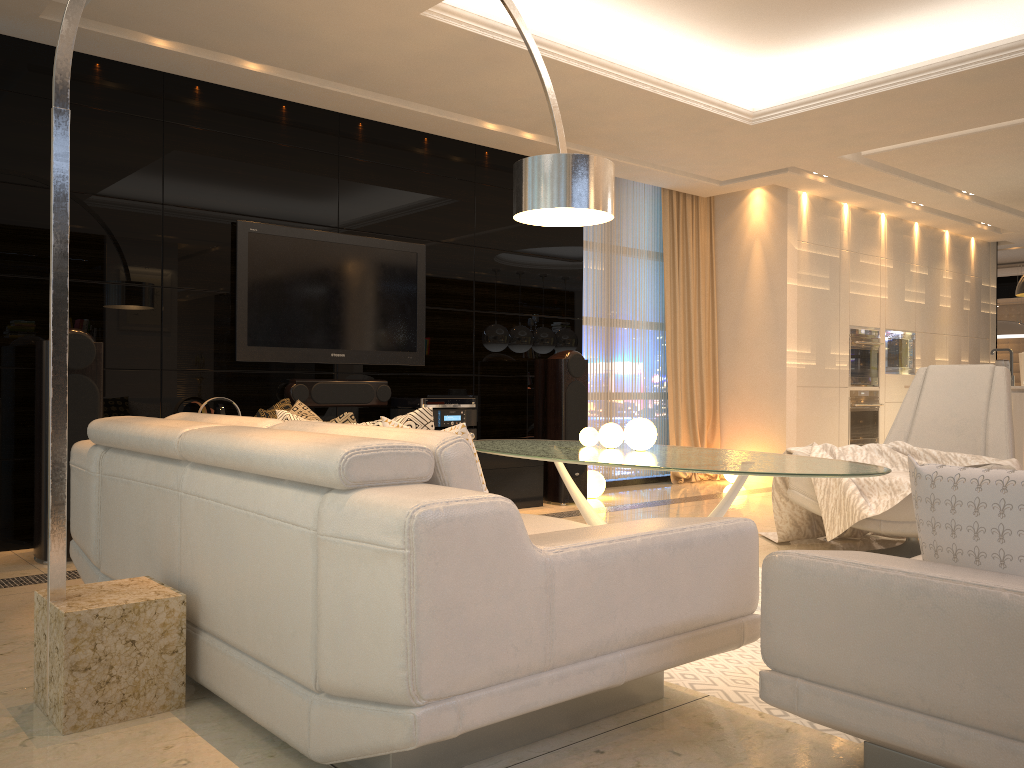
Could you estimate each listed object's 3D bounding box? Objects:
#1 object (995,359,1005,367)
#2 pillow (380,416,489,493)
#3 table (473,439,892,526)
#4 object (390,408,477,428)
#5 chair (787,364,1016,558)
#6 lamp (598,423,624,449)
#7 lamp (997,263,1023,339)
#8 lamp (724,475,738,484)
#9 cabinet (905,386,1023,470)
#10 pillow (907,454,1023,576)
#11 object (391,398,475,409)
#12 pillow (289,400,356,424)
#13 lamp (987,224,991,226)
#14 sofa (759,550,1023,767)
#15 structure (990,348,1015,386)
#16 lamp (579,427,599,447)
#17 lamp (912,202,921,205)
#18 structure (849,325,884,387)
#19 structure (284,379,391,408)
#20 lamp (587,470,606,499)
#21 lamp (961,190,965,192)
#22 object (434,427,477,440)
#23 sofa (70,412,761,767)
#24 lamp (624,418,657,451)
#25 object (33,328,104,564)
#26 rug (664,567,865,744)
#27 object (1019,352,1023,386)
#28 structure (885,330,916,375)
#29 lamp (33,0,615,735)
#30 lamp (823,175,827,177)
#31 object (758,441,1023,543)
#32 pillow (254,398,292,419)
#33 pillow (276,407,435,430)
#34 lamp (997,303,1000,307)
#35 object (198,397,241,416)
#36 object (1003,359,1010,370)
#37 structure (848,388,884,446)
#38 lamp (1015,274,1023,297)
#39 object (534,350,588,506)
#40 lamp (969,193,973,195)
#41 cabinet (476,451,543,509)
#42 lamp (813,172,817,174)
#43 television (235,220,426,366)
[{"bbox_3d":[3.880,-0.092,7.057,0.071,0.219,0.071,0,0,41],"label":"object"},{"bbox_3d":[-0.202,0.284,2.407,0.222,0.380,0.463,1,0,-36],"label":"pillow"},{"bbox_3d":[0.530,0.572,3.739,0.999,0.565,2.140,1,0,-41],"label":"table"},{"bbox_3d":[-0.518,0.231,5.971,0.446,0.130,0.407,1,0,-40],"label":"object"},{"bbox_3d":[2.075,0.389,4.438,0.983,0.991,1.027,1,0,-41],"label":"chair"},{"bbox_3d":[0.445,0.232,3.981,0.115,0.115,0.115,0,0,-15],"label":"lamp"},{"bbox_3d":[6.812,-1.163,12.625,0.939,0.995,1.578,1,0,-40],"label":"lamp"},{"bbox_3d":[2.006,0.786,7.969,0.212,0.214,0.213,0,0,10],"label":"lamp"},{"bbox_3d":[4.883,0.471,8.031,3.752,0.887,1.046,1,0,-40],"label":"cabinet"},{"bbox_3d":[1.124,0.302,1.882,0.281,0.325,0.521,0,0,-31],"label":"pillow"},{"bbox_3d":[-0.529,0.131,5.988,0.441,0.070,0.371,1,0,-40],"label":"object"},{"bbox_3d":[-0.633,0.275,2.982,0.301,0.436,0.575,1,0,-34],"label":"pillow"},{"bbox_3d":[5.262,-1.804,9.730,0.107,0.127,0.107,1,0,-44],"label":"lamp"},{"bbox_3d":[1.752,0.500,2.201,2.328,0.754,1.145,1,0,-40],"label":"sofa"},{"bbox_3d":[4.003,-0.136,7.262,0.089,0.310,0.177,1,0,-40],"label":"structure"},{"bbox_3d":[0.355,0.244,4.086,0.090,0.091,0.090,0,0,10],"label":"lamp"},{"bbox_3d":[3.969,-1.816,8.629,0.270,0.127,0.107,1,0,-40],"label":"lamp"},{"bbox_3d":[3.343,-0.270,8.963,0.609,0.597,0.595,1,0,-40],"label":"structure"},{"bbox_3d":[-1.106,0.060,5.694,0.745,0.179,0.107,1,0,-40],"label":"structure"},{"bbox_3d":[0.615,0.773,6.840,0.212,0.214,0.213,0,0,10],"label":"lamp"},{"bbox_3d":[4.150,-1.816,8.096,0.107,0.127,0.107,0,0,31],"label":"lamp"},{"bbox_3d":[-0.515,0.361,5.966,0.446,0.130,0.419,1,0,-40],"label":"object"},{"bbox_3d":[-0.507,0.486,2.849,1.145,0.754,2.328,1,0,-40],"label":"sofa"},{"bbox_3d":[0.557,0.218,3.849,0.143,0.143,0.143,0,0,34],"label":"lamp"},{"bbox_3d":[-2.243,0.291,4.431,0.285,1.127,0.468,1,0,-40],"label":"object"},{"bbox_3d":[0.519,0.867,3.764,1.661,0.020,2.900,1,0,-41],"label":"rug"},{"bbox_3d":[4.787,-0.137,8.090,0.288,0.330,0.288,0,0,-23],"label":"object"},{"bbox_3d":[3.918,-0.324,9.437,0.659,0.450,0.446,1,0,-40],"label":"structure"},{"bbox_3d":[-0.417,-0.397,2.925,2.009,2.519,0.393,1,0,-40],"label":"lamp"},{"bbox_3d":[2.686,-1.828,7.536,0.107,0.127,0.107,0,0,38],"label":"lamp"},{"bbox_3d":[1.899,0.586,4.560,0.972,0.580,1.347,0,0,-3],"label":"object"},{"bbox_3d":[-0.875,0.274,3.304,0.301,0.436,0.575,0,0,-9],"label":"pillow"},{"bbox_3d":[-0.482,0.281,2.691,0.587,0.429,0.288,0,0,24],"label":"pillow"},{"bbox_3d":[8.251,-1.375,15.114,0.107,0.127,0.107,0,0,31],"label":"lamp"},{"bbox_3d":[-1.660,0.247,5.027,0.197,0.343,0.197,0,0,14],"label":"object"},{"bbox_3d":[3.961,-0.091,7.126,0.071,0.219,0.071,0,0,26],"label":"object"},{"bbox_3d":[3.338,0.339,8.961,0.609,0.597,0.595,1,0,-40],"label":"structure"},{"bbox_3d":[4.957,-1.264,8.010,0.710,0.898,0.710,0,0,-30],"label":"lamp"},{"bbox_3d":[0.325,0.314,6.620,0.285,1.127,0.468,1,0,-40],"label":"object"},{"bbox_3d":[4.274,-1.815,8.202,0.107,0.127,0.107,0,0,31],"label":"lamp"},{"bbox_3d":[-0.992,0.644,5.579,2.842,0.444,0.416,1,0,-40],"label":"cabinet"},{"bbox_3d":[2.562,-1.829,7.430,0.107,0.127,0.107,0,0,38],"label":"lamp"},{"bbox_3d":[-1.132,-0.550,5.713,1.358,0.839,0.055,1,0,-40],"label":"television"}]
